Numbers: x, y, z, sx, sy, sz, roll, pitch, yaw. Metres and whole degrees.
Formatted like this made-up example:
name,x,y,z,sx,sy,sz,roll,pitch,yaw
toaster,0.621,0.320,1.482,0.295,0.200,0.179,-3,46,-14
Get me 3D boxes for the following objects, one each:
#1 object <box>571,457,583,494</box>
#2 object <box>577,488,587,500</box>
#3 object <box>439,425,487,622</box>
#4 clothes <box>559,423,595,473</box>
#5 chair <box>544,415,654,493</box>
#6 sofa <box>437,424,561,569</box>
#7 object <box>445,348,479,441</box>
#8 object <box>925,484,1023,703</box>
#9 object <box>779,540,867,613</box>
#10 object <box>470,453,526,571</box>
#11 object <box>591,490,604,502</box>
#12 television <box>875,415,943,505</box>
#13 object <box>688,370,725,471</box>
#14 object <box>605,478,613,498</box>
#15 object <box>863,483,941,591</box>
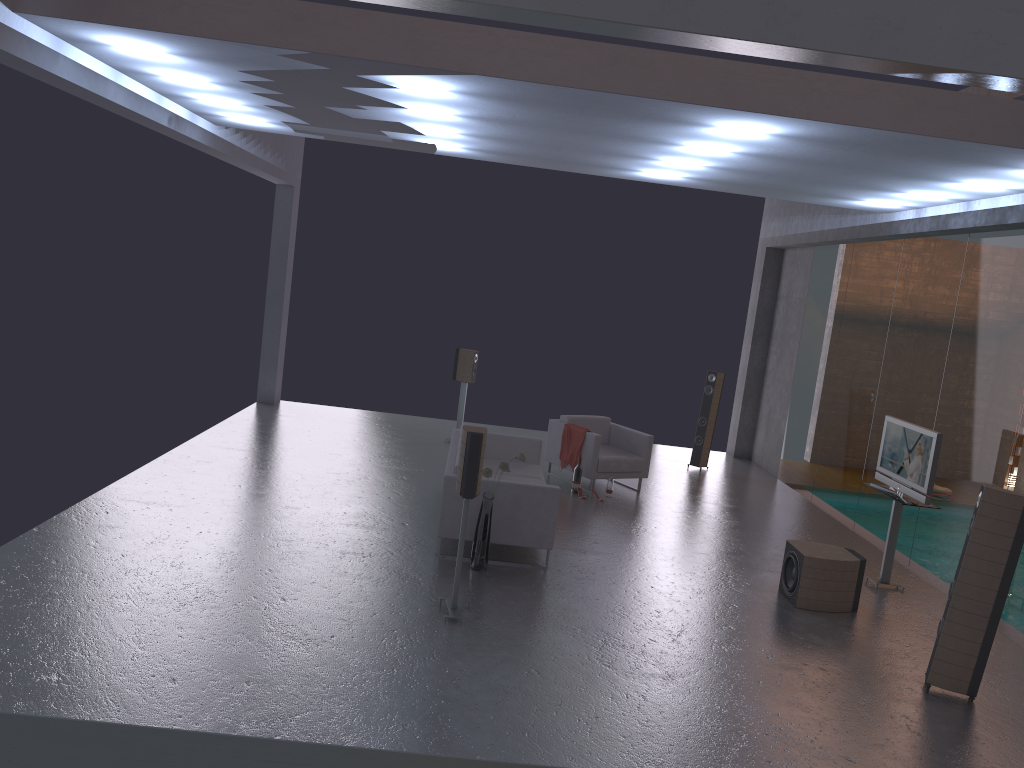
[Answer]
name,x,y,z,sx,sy,sz,roll,pitch,yaw
object,0.792,1.095,10.672,0.109,0.435,0.109,10,7,24
object,0.822,1.299,10.483,0.079,0.087,0.235,4,7,-25
object,-0.354,0.994,6.365,0.243,1.363,0.333,7,7,3
clothes,0.824,0.828,11.080,0.254,0.604,0.574,3,8,-33
chair,1.103,0.868,11.344,0.936,0.808,1.026,3,8,-32
sofa,-0.146,1.012,8.747,1.026,0.824,2.353,7,7,-3
object,-0.725,0.177,12.817,0.333,1.363,0.243,11,8,28
object,3.168,1.422,6.017,0.444,1.469,0.244,10,7,22
object,2.704,1.674,7.722,0.604,0.459,0.514,7,7,-3
object,-0.197,1.064,7.273,0.387,1.051,0.400,12,8,35
object,1.016,1.323,10.485,0.079,0.087,0.235,2,8,-35
television,3.679,0.687,8.263,0.054,0.644,1.000,7,7,-3
object,2.919,0.537,13.150,0.244,1.473,0.444,13,9,42
object,1.175,1.248,10.666,0.091,0.233,0.091,10,7,25
object,3.585,1.455,8.351,0.360,0.958,0.818,7,7,-3
